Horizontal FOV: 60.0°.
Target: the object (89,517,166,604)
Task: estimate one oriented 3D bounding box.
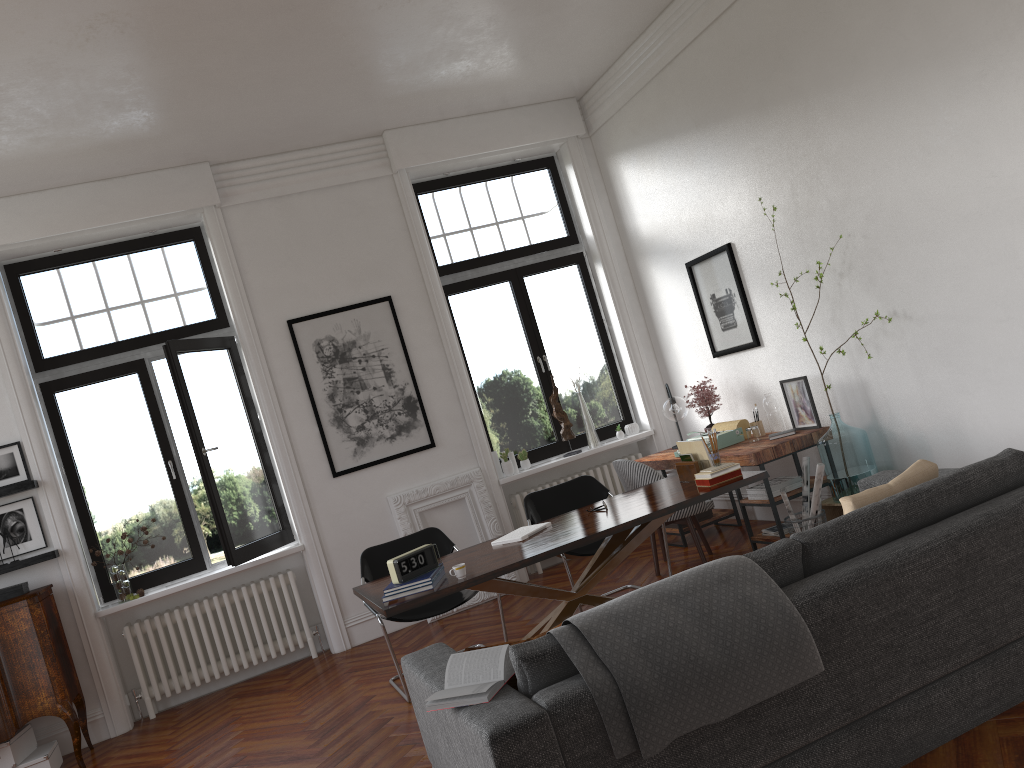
[{"bbox_3d":[-2.884,1.321,6.768,0.318,0.599,0.540,-17,0,41],"label":"object"}]

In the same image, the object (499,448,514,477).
[{"bbox_3d":[-0.048,0.679,7.687,0.102,0.244,0.098,-17,0,-42],"label":"object"}]

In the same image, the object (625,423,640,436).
[{"bbox_3d":[1.115,0.419,8.241,0.133,0.097,0.134,-17,-1,40],"label":"object"}]

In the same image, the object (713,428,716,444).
[{"bbox_3d":[1.172,0.353,5.099,0.038,0.195,0.008,-17,0,7],"label":"object"}]

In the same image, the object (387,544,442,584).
[{"bbox_3d":[-0.491,0.910,4.494,0.082,0.125,0.274,-17,-1,44],"label":"object"}]

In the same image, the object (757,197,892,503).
[{"bbox_3d":[2.062,-0.297,5.598,0.352,2.058,0.810,-17,0,-39],"label":"object"}]

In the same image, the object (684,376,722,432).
[{"bbox_3d":[1.568,0.203,7.164,0.290,0.529,0.307,-17,0,25],"label":"object"}]

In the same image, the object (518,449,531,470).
[{"bbox_3d":[0.109,0.665,7.859,0.097,0.185,0.099,-17,0,3],"label":"object"}]

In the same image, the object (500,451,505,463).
[{"bbox_3d":[-0.058,0.699,7.772,0.051,0.213,0.051,-17,0,15],"label":"object"}]

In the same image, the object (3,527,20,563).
[{"bbox_3d":[-3.587,1.151,6.333,0.110,0.262,0.040,-17,0,-20],"label":"object"}]

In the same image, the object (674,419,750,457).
[{"bbox_3d":[1.489,0.413,6.758,0.483,0.149,0.536,-16,-1,-21],"label":"object"}]

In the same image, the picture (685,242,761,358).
[{"bbox_3d":[1.656,-0.642,6.987,0.050,0.816,0.635,-17,0,-20],"label":"picture"}]

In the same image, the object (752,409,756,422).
[{"bbox_3d":[1.816,0.287,6.605,0.008,0.207,0.054,-16,0,35],"label":"object"}]

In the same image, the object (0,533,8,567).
[{"bbox_3d":[-3.645,1.148,6.284,0.118,0.299,0.040,-17,0,-20],"label":"object"}]

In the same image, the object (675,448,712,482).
[{"bbox_3d":[1.108,0.490,5.343,0.149,0.166,0.229,-16,-1,-20],"label":"object"}]

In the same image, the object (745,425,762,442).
[{"bbox_3d":[1.744,0.360,6.403,0.093,0.101,0.093,-16,0,-28],"label":"object"}]

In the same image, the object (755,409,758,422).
[{"bbox_3d":[1.828,0.283,6.605,0.054,0.207,0.008,-17,0,-32],"label":"object"}]

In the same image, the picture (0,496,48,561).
[{"bbox_3d":[-3.576,1.044,6.373,0.342,0.384,0.020,-16,0,-20],"label":"picture"}]

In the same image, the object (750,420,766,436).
[{"bbox_3d":[1.825,0.335,6.587,0.058,0.113,0.075,-17,0,-20],"label":"object"}]

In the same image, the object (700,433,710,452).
[{"bbox_3d":[1.123,0.369,5.081,0.049,0.193,0.008,-17,0,-15],"label":"object"}]

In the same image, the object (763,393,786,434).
[{"bbox_3d":[1.881,0.215,6.372,0.112,0.302,0.111,-17,0,17],"label":"object"}]

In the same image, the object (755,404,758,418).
[{"bbox_3d":[1.833,0.264,6.594,0.028,0.239,0.023,-17,0,-23],"label":"object"}]

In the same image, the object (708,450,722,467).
[{"bbox_3d":[1.168,0.425,5.090,0.058,0.091,0.058,-16,0,-33],"label":"object"}]

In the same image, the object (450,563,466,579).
[{"bbox_3d":[-0.265,0.933,4.399,0.082,0.065,0.064,-17,0,1],"label":"object"}]

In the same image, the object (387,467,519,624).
[{"bbox_3d":[-0.469,1.315,7.316,0.828,1.062,0.234,-16,0,-20],"label":"object"}]

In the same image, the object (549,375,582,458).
[{"bbox_3d":[0.439,0.278,7.944,0.165,0.753,0.142,-17,0,23],"label":"object"}]

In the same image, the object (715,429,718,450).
[{"bbox_3d":[1.175,0.353,5.088,0.044,0.194,0.008,-17,0,11],"label":"object"}]

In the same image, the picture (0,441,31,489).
[{"bbox_3d":[-3.661,0.598,6.386,0.289,0.303,0.020,-16,0,-20],"label":"picture"}]

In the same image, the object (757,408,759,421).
[{"bbox_3d":[1.832,0.281,6.582,0.008,0.207,0.054,-17,0,-37],"label":"object"}]

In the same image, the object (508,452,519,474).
[{"bbox_3d":[0.012,0.691,7.772,0.051,0.188,0.051,-17,0,15],"label":"object"}]

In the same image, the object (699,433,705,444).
[{"bbox_3d":[1.127,0.368,5.107,0.049,0.193,0.008,-16,0,40],"label":"object"}]

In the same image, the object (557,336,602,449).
[{"bbox_3d":[0.656,0.058,8.013,0.295,1.054,0.290,-17,0,-17],"label":"object"}]

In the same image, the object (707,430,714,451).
[{"bbox_3d":[1.152,0.359,5.116,0.008,0.195,0.032,-16,0,24],"label":"object"}]

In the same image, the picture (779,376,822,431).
[{"bbox_3d":[2.004,0.138,6.169,0.022,0.369,0.283,-17,0,-20],"label":"picture"}]

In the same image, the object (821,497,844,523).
[{"bbox_3d":[2.278,0.876,5.737,0.340,0.316,0.436,-16,-1,-20],"label":"object"}]

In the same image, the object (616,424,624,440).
[{"bbox_3d":[0.982,0.438,8.105,0.072,0.134,0.072,-17,0,6],"label":"object"}]

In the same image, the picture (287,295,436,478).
[{"bbox_3d":[-1.227,0.009,7.285,0.881,1.323,0.035,-16,0,-20],"label":"picture"}]

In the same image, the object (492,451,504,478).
[{"bbox_3d":[-0.128,0.707,7.769,0.051,0.238,0.051,-17,0,15],"label":"object"}]

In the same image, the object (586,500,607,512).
[{"bbox_3d":[0.523,0.727,5.296,0.133,0.047,0.114,-17,-1,33],"label":"object"}]

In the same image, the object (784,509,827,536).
[{"bbox_3d":[1.925,0.989,5.708,0.261,0.305,0.260,-17,0,35],"label":"object"}]

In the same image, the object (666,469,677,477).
[{"bbox_3d":[1.337,0.778,7.340,0.174,0.110,0.173,-17,-1,17],"label":"object"}]
